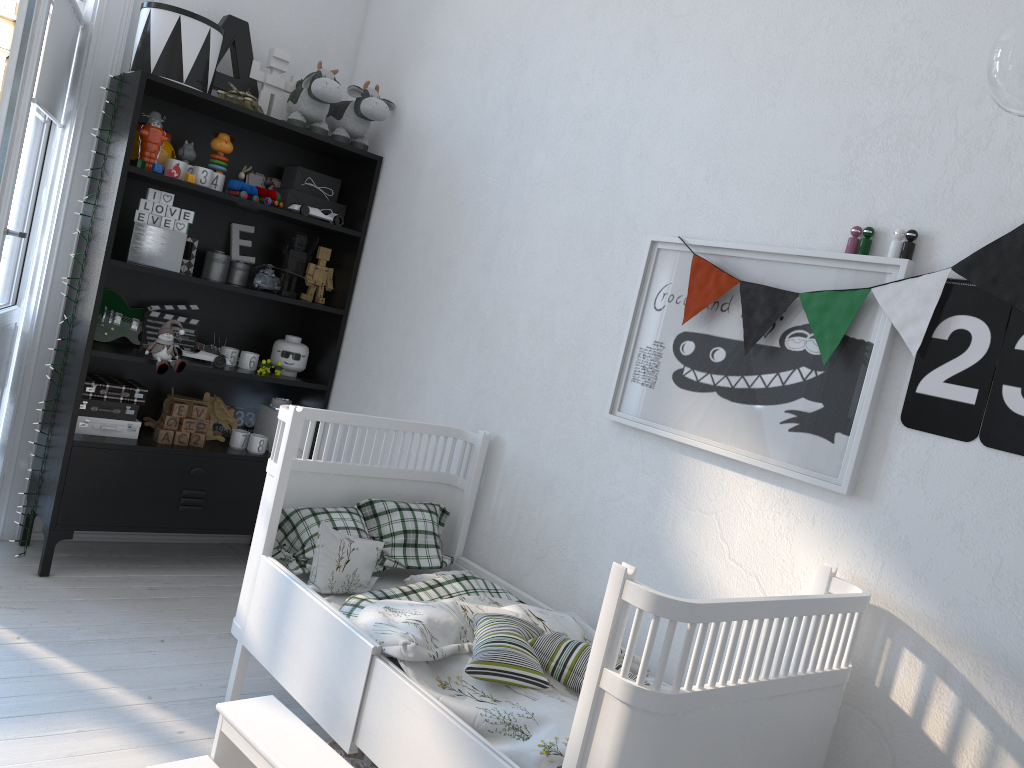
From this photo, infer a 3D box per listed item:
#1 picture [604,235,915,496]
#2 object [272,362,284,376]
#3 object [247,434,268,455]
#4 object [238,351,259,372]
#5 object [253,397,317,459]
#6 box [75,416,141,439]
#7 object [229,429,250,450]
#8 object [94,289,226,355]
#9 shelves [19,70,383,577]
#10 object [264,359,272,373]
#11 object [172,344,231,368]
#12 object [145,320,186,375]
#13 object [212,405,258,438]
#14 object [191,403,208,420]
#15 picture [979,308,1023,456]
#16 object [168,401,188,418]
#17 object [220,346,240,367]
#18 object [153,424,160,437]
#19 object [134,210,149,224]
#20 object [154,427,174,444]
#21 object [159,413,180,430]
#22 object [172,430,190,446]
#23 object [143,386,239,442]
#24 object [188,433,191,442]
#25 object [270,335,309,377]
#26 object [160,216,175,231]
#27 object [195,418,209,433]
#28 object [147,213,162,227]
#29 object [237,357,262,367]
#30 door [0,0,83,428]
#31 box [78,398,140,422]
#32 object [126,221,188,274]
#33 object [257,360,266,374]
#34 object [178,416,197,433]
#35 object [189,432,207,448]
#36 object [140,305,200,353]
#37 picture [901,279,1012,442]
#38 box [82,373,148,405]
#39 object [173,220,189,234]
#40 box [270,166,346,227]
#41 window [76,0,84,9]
[{"bbox_3d":[0.531,-0.079,2.072,0.030,0.493,0.702,10,5,-41],"label":"picture"},{"bbox_3d":[-0.893,-0.058,3.387,0.042,0.054,0.031,14,4,4],"label":"object"},{"bbox_3d":[-0.971,0.230,3.382,0.067,0.067,0.067,11,4,-27],"label":"object"},{"bbox_3d":[-0.991,-0.085,3.337,0.067,0.067,0.067,11,4,-27],"label":"object"},{"bbox_3d":[-0.905,0.169,3.527,0.132,0.199,0.267,10,5,-41],"label":"object"},{"bbox_3d":[-1.446,0.136,3.124,0.216,0.062,0.179,10,5,-41],"label":"box"},{"bbox_3d":[-1.042,0.212,3.390,0.067,0.067,0.067,11,4,-27],"label":"object"},{"bbox_3d":[-1.316,-0.192,3.282,0.542,0.239,0.093,10,5,-40],"label":"object"},{"bbox_3d":[-1.129,-0.150,3.285,0.912,1.678,0.353,10,5,-41],"label":"shelves"},{"bbox_3d":[-0.935,-0.068,3.389,0.042,0.054,0.031,10,5,-41],"label":"object"},{"bbox_3d":[-1.136,-0.102,3.223,0.231,0.048,0.098,12,4,-16],"label":"object"},{"bbox_3d":[-1.173,-0.127,3.030,0.129,0.186,0.110,16,5,36],"label":"object"},{"bbox_3d":[-1.159,0.146,3.543,0.347,0.120,0.034,10,5,-41],"label":"object"},{"bbox_3d":[-1.150,0.102,3.262,0.050,0.050,0.050,12,4,-21],"label":"object"},{"bbox_3d":[0.952,-0.020,1.595,0.013,0.305,0.152,10,5,-41],"label":"picture"},{"bbox_3d":[-1.208,0.092,3.208,0.050,0.050,0.050,10,5,-41],"label":"object"},{"bbox_3d":[-1.065,-0.102,3.334,0.067,0.067,0.067,11,4,-27],"label":"object"},{"bbox_3d":[-1.273,0.177,3.234,0.050,0.050,0.050,10,5,-41],"label":"object"},{"bbox_3d":[-1.245,-0.560,2.978,0.040,0.040,0.040,12,4,-26],"label":"object"},{"bbox_3d":[-1.249,0.186,3.183,0.050,0.050,0.050,10,5,-41],"label":"object"},{"bbox_3d":[-1.238,0.136,3.206,0.050,0.050,0.050,10,5,-41],"label":"object"},{"bbox_3d":[-1.206,0.193,3.221,0.050,0.050,0.050,11,5,-36],"label":"object"},{"bbox_3d":[-1.210,0.115,3.374,0.337,0.186,0.111,12,4,-26],"label":"object"},{"bbox_3d":[-1.187,0.192,3.314,0.050,0.050,0.050,10,5,-41],"label":"object"},{"bbox_3d":[-0.876,-0.110,3.494,0.139,0.162,0.139,15,4,24],"label":"object"},{"bbox_3d":[-1.172,-0.545,3.015,0.040,0.040,0.040,12,4,-26],"label":"object"},{"bbox_3d":[-1.160,0.149,3.284,0.050,0.050,0.050,10,5,-41],"label":"object"},{"bbox_3d":[-1.214,-0.554,3.002,0.040,0.040,0.040,11,5,-36],"label":"object"},{"bbox_3d":[-1.061,-0.094,3.486,0.163,0.034,0.069,10,5,-41],"label":"object"},{"bbox_3d":[-2.038,-0.465,2.588,1.264,1.839,0.636,10,5,-39],"label":"door"},{"bbox_3d":[-1.446,0.074,3.107,0.216,0.062,0.179,10,5,-41],"label":"box"},{"bbox_3d":[-1.222,-0.469,3.046,0.170,0.138,0.123,12,4,-26],"label":"object"},{"bbox_3d":[-0.933,-0.063,3.322,0.031,0.054,0.042,14,4,9],"label":"object"},{"bbox_3d":[-1.183,0.147,3.228,0.050,0.050,0.050,10,5,-41],"label":"object"},{"bbox_3d":[-1.156,0.203,3.265,0.050,0.050,0.050,13,4,-11],"label":"object"},{"bbox_3d":[-1.262,-0.212,3.286,0.201,0.199,0.048,10,5,-41],"label":"object"},{"bbox_3d":[0.856,-0.048,1.711,0.010,0.302,0.151,10,5,-41],"label":"picture"},{"bbox_3d":[-1.418,0.016,3.116,0.216,0.062,0.179,10,5,-41],"label":"box"},{"bbox_3d":[-1.132,-0.537,3.035,0.040,0.040,0.040,13,4,-11],"label":"object"},{"bbox_3d":[-0.785,-0.733,3.476,0.252,0.189,0.179,10,5,-41],"label":"box"},{"bbox_3d":[-1.899,-1.726,2.693,1.264,0.661,0.101,10,5,-41],"label":"window"}]
